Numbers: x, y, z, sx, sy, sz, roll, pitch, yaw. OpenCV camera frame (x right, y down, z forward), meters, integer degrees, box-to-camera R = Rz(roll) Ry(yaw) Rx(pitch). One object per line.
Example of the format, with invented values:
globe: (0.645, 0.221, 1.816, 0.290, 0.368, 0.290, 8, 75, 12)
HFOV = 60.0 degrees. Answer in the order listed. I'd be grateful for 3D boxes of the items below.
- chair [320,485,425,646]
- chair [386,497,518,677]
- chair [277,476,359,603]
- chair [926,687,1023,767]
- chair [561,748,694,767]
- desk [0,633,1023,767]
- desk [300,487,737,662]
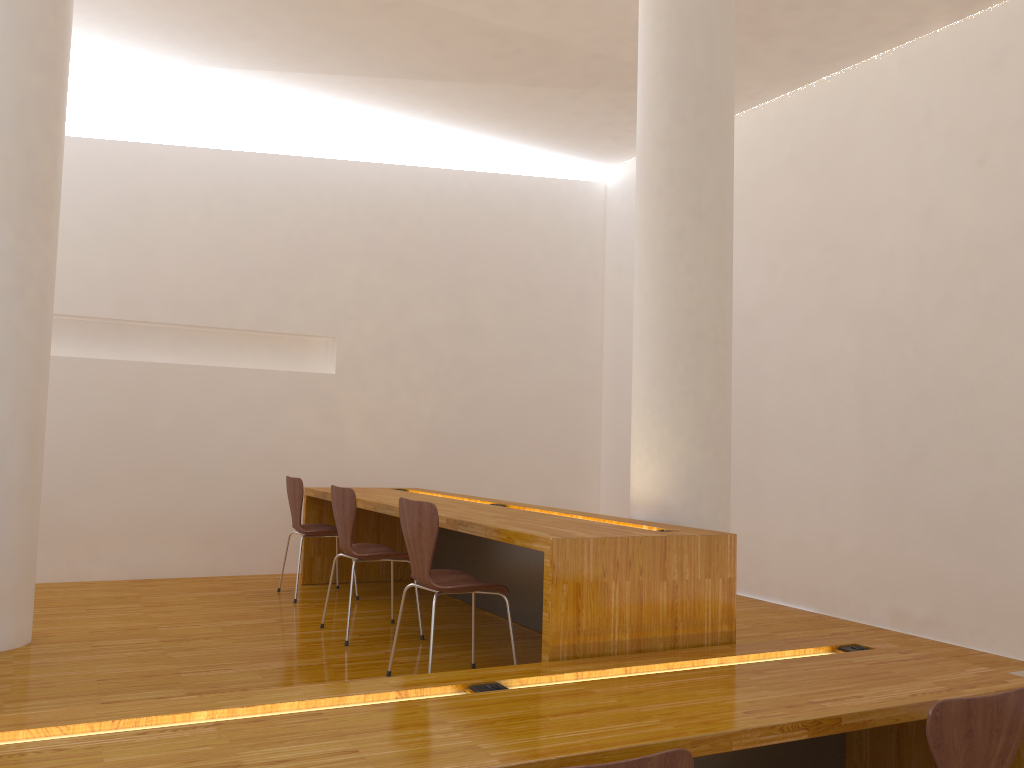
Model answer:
chair: (-0.657, 0.836, 4.216, 0.381, 0.693, 0.428, 4, -5, -27)
chair: (-0.215, 0.785, 3.353, 0.381, 0.693, 0.428, 4, -5, -27)
chair: (-1.133, 0.897, 5.228, 0.381, 0.693, 0.428, 4, -5, -27)
chair: (1.077, 1.116, 2.312, 0.428, 0.693, 0.381, 4, -5, -27)
chair: (0.099, 1.048, 1.772, 0.428, 0.693, 0.381, 4, -5, -27)
desk: (0.018, 1.131, 2.274, 3.185, 0.606, 0.760, 4, -5, -27)
desk: (-0.268, 0.898, 4.384, 0.760, 0.606, 3.185, 4, -5, -27)
